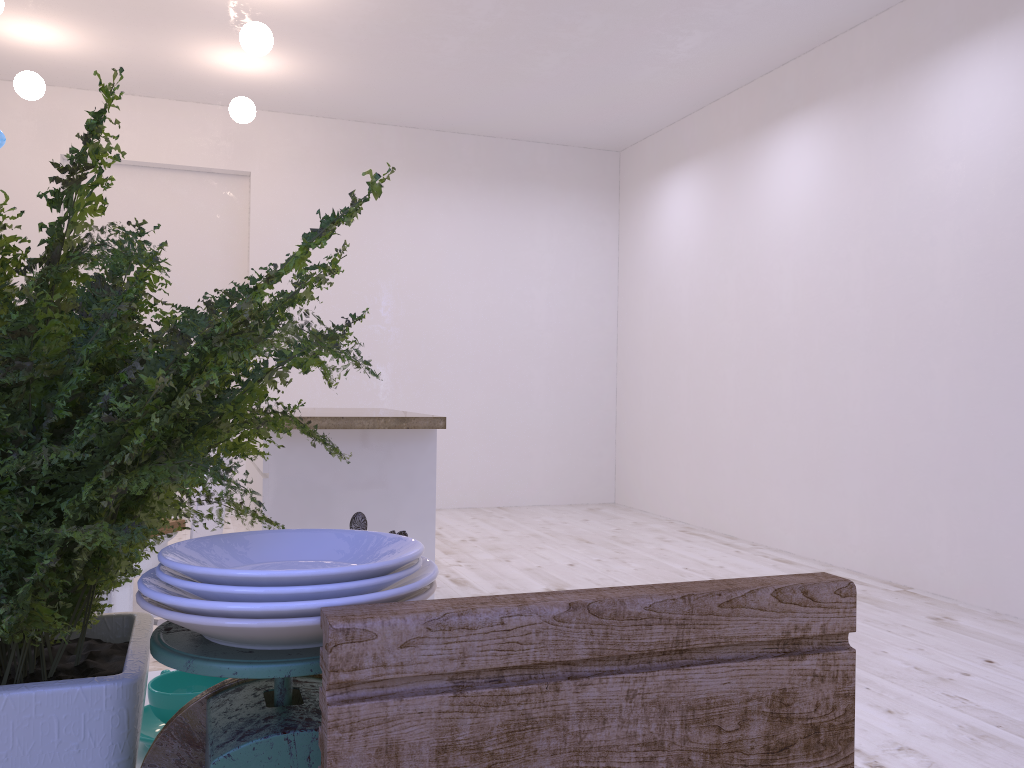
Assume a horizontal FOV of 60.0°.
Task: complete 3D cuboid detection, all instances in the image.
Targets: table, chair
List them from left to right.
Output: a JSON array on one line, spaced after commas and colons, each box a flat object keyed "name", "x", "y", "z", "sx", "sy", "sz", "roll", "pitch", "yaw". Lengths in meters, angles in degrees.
[{"name": "table", "x": -0.461, "y": 0.647, "z": 0.645, "sx": 1.514, "sy": 0.619, "sz": 0.736, "roll": 1, "pitch": 0, "yaw": -20}, {"name": "table", "x": -1.326, "y": 0.632, "z": 1.906, "sx": 1.140, "sy": 0.629, "sz": 1.140, "roll": 1, "pitch": 0, "yaw": 9}, {"name": "chair", "x": -0.937, "y": 0.532, "z": 2.149, "sx": 0.483, "sy": 0.845, "sz": 0.604, "roll": 1, "pitch": 0, "yaw": -20}]

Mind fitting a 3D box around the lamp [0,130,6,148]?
[{"name": "lamp", "x": -1.192, "y": -1.436, "z": 1.543, "sx": 0.568, "sy": 1.948, "sz": 0.568, "roll": 1, "pitch": 0, "yaw": 14}]

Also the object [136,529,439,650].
[{"name": "object", "x": -0.124, "y": 0.113, "z": 0.501, "sx": 0.164, "sy": 0.047, "sz": 0.163, "roll": 1, "pitch": 0, "yaw": 29}]

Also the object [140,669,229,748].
[{"name": "object", "x": -0.309, "y": 0.312, "z": 0.854, "sx": 0.121, "sy": 0.055, "sz": 0.121, "roll": 1, "pitch": 0, "yaw": 21}]

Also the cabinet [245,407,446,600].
[{"name": "cabinet", "x": -0.759, "y": 0.538, "z": 3.769, "sx": 0.654, "sy": 0.842, "sz": 1.167, "roll": 1, "pitch": 0, "yaw": -20}]

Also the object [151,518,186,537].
[{"name": "object", "x": -0.894, "y": 0.312, "z": 1.860, "sx": 0.224, "sy": 0.024, "sz": 0.347, "roll": 1, "pitch": 0, "yaw": 20}]

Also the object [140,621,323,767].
[{"name": "object", "x": -0.133, "y": 0.239, "z": 0.509, "sx": 0.159, "sy": 0.208, "sz": 0.185, "roll": 1, "pitch": 0, "yaw": -20}]

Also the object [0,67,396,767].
[{"name": "object", "x": -0.306, "y": 0.076, "z": 0.569, "sx": 0.438, "sy": 0.527, "sz": 0.368, "roll": 1, "pitch": 0, "yaw": -20}]

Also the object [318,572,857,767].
[{"name": "object", "x": 0.050, "y": 0.228, "z": 0.462, "sx": 0.294, "sy": 0.237, "sz": 0.028, "roll": 1, "pitch": 0, "yaw": -20}]
